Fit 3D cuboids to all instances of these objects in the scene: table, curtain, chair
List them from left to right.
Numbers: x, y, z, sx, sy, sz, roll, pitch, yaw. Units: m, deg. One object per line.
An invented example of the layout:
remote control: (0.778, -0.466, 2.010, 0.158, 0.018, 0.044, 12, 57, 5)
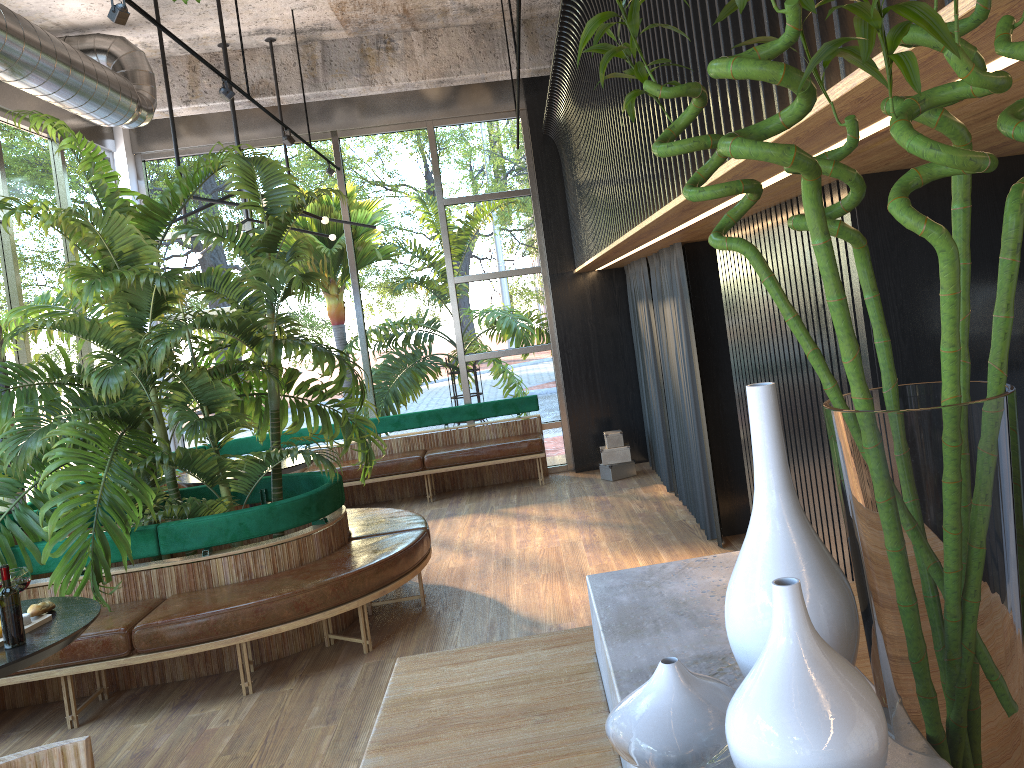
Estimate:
table: (-2.130, 1.371, 3.362, 1.155, 0.749, 1.048, -10, 4, -33)
chair: (-0.647, 1.086, 1.210, 0.541, 0.966, 0.555, -8, 2, 8)
table: (-2.109, 1.050, 7.295, 1.143, 0.749, 1.061, -9, 4, -22)
curtain: (1.256, -0.078, 7.411, 0.122, 2.052, 3.266, -8, 4, 1)

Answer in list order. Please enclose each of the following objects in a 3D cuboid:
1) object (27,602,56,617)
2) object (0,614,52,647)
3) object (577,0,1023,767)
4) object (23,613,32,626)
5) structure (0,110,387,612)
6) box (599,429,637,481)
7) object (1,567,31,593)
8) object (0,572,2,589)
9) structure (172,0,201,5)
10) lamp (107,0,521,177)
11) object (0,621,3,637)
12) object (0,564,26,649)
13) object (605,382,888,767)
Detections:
object: (-1.902, 0.908, 3.584, 0.059, 0.072, 0.208, -8, 4, -9)
object: (-1.976, 0.960, 3.383, 0.236, 0.019, 0.359, -7, 5, 9)
object: (0.385, -0.235, 0.967, 0.641, 1.545, 0.615, -7, 2, 37)
object: (-1.961, 0.922, 3.482, 0.193, 0.038, 0.064, -5, 4, 31)
structure: (-2.129, -0.112, 5.692, 2.507, 3.427, 2.596, -8, 2, -17)
box: (1.001, 0.680, 8.562, 0.340, 0.441, 0.274, -8, 2, -13)
object: (-2.007, 0.855, 3.609, 0.105, 0.200, 0.100, -8, 2, -13)
object: (-2.136, 0.870, 3.640, 0.105, 0.200, 0.100, -8, 2, -13)
structure: (-1.824, -2.482, 4.262, 2.086, 1.512, 1.474, -6, 3, 27)
lamp: (-1.671, -2.042, 3.550, 3.822, 1.527, 9.982, -8, 5, -2)
object: (-1.934, 0.913, 3.382, 0.100, 0.064, 0.162, -10, 5, -30)
object: (-1.842, 0.812, 3.257, 0.067, 0.298, 0.070, -8, 1, 14)
object: (0.277, 0.209, 0.977, 0.333, 0.396, 0.303, -10, 3, -43)
